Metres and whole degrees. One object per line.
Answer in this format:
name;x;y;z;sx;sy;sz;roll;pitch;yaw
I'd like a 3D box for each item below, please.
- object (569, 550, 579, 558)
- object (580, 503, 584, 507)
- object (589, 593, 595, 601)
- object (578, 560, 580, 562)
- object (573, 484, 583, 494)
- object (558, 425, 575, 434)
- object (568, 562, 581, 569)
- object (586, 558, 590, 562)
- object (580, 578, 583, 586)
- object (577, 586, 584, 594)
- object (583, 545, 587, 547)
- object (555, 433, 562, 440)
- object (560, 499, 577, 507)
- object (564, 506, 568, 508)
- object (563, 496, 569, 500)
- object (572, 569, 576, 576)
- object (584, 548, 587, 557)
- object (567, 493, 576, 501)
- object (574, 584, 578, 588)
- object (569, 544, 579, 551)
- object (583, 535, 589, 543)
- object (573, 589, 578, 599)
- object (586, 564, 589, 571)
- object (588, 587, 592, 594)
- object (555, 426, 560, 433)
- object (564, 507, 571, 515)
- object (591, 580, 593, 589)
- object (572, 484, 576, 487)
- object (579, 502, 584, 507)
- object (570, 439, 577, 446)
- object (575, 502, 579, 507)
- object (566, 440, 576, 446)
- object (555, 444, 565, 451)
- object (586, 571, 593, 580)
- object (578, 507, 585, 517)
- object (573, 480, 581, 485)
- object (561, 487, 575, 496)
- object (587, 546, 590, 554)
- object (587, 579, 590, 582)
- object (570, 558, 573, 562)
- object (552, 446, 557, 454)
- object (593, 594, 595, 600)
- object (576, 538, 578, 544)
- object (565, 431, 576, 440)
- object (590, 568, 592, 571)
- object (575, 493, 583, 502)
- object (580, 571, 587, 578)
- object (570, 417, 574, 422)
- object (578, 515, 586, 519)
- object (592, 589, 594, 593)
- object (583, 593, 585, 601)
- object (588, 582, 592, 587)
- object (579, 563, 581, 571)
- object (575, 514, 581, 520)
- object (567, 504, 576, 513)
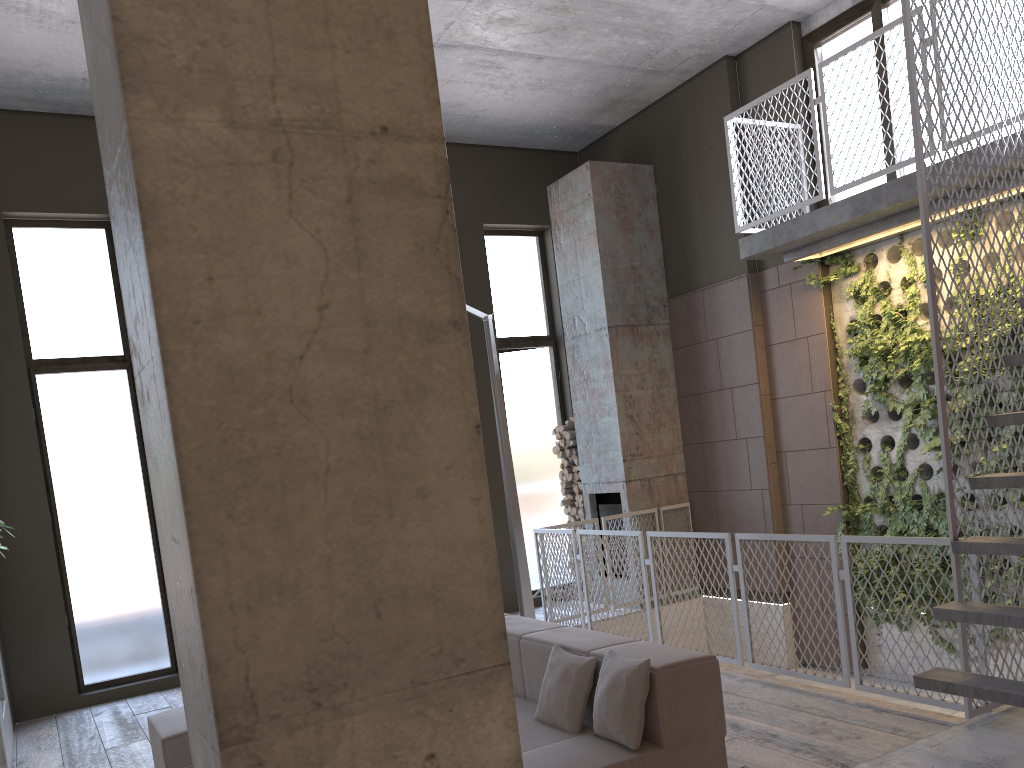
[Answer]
object;0.865;1.921;10.097;0.451;0.090;0.091;-5;-1;-27
object;0.877;1.329;9.737;0.248;0.048;0.063;-4;-3;-30
object;1.072;2.384;9.941;0.451;0.090;0.091;-4;-2;-30
object;0.932;1.984;10.080;0.431;0.080;0.115;-5;-3;-28
object;0.832;1.159;9.845;0.291;0.107;0.099;-5;-1;-30
object;0.675;0.504;9.870;0.289;0.103;0.104;-5;-1;-30
object;0.833;2.050;10.050;0.419;0.073;0.072;-5;-1;-28
object;1.007;1.964;9.916;0.434;0.094;0.093;-5;-1;-28
object;0.893;2.245;10.040;0.291;0.107;0.099;-5;-1;-28
object;0.958;2.342;10.103;0.433;0.094;0.093;-5;-2;-30
object;0.934;1.797;9.907;0.329;0.057;0.089;-5;-3;-28
object;0.699;0.575;9.938;0.431;0.080;0.113;-4;-3;-30
object;0.746;1.336;10.002;0.419;0.073;0.072;-5;-1;-28
object;0.793;1.371;10.098;0.422;0.085;0.067;-5;0;-27
object;0.766;1.301;10.100;0.360;0.068;0.123;-4;-4;-30
object;0.892;2.154;10.177;0.434;0.093;0.092;-5;-1;-28
object;0.919;1.873;9.893;0.291;0.107;0.099;-5;-1;-30
object;0.845;1.270;10.032;0.431;0.080;0.115;-5;-3;-28
object;0.826;2.296;10.090;0.249;0.073;0.045;-5;0;-30
object;0.867;1.834;10.018;0.475;0.084;0.094;-4;-2;-30
object;1.012;1.703;9.818;0.476;0.084;0.094;-5;-2;-28
object;0.874;2.409;10.180;0.361;0.126;0.064;-5;1;-31
object;1.032;2.037;9.880;0.419;0.067;0.068;-5;-2;-28
object;1.059;2.314;9.954;0.431;0.080;0.115;-4;-3;-30
object;0.703;0.504;9.990;0.451;0.091;0.091;-4;-2;-31
object;0.805;1.440;10.129;0.434;0.093;0.092;-5;-1;-28
object;1.054;2.215;9.818;0.361;0.126;0.064;-5;1;-28
object;0.844;1.128;9.928;0.356;0.075;0.065;-5;-1;-27
object;0.945;1.323;9.832;0.419;0.067;0.068;-5;-2;-28
object;0.836;0.635;9.763;0.419;0.068;0.067;-4;-2;-30
object;0.906;1.335;9.903;0.419;0.068;0.067;-5;-2;-28
object;0.797;0.646;9.833;0.419;0.067;0.068;-4;-2;-30
object;0.706;0.704;9.970;0.451;0.090;0.091;-4;-2;-30
object;0.970;2.118;9.796;0.290;0.103;0.101;-5;-1;-30
object;0.883;1.404;9.749;0.290;0.103;0.101;-5;-1;-30
object;0.846;1.083;9.860;0.329;0.057;0.089;-5;-3;-28
object;0.778;1.207;10.050;0.451;0.090;0.091;-5;-1;-27
object;1.006;1.813;9.791;0.361;0.126;0.064;-5;1;-28
object;1.014;2.169;9.916;0.360;0.068;0.123;-5;-3;-28
object;0.854;2.015;10.148;0.360;0.068;0.123;-4;-4;-30
object;0.670;0.740;10.050;0.433;0.093;0.092;-5;-2;-30
object;1.110;2.365;9.863;0.433;0.093;0.092;-5;-2;-30
object;0.911;1.750;9.967;0.431;0.080;0.115;-4;-3;-30
object;0.801;0.562;9.790;0.433;0.093;0.094;-5;-2;-30
object;0.964;2.043;9.784;0.248;0.048;0.063;-4;-3;-30
object;0.920;1.250;9.868;0.434;0.094;0.093;-5;-1;-28
object;0.973;2.122;9.968;0.451;0.090;0.091;-4;-2;-31
object;0.808;0.386;9.817;0.329;0.056;0.088;-4;-3;-30
object;0.927;1.456;9.868;0.360;0.068;0.123;-5;-3;-28
object;1.077;2.280;9.876;0.419;0.073;0.072;-4;-2;-30
object;1.014;2.397;10.005;0.475;0.084;0.094;-4;-2;-30
object;1.050;2.230;9.895;0.421;0.085;0.067;-4;-1;-32
object;0.953;2.049;10.015;0.476;0.084;0.094;-5;-2;-28
object;0.882;1.482;9.960;0.356;0.075;0.065;-4;-1;-31
object;0.848;1.399;10.053;0.451;0.090;0.091;-5;-2;-28
